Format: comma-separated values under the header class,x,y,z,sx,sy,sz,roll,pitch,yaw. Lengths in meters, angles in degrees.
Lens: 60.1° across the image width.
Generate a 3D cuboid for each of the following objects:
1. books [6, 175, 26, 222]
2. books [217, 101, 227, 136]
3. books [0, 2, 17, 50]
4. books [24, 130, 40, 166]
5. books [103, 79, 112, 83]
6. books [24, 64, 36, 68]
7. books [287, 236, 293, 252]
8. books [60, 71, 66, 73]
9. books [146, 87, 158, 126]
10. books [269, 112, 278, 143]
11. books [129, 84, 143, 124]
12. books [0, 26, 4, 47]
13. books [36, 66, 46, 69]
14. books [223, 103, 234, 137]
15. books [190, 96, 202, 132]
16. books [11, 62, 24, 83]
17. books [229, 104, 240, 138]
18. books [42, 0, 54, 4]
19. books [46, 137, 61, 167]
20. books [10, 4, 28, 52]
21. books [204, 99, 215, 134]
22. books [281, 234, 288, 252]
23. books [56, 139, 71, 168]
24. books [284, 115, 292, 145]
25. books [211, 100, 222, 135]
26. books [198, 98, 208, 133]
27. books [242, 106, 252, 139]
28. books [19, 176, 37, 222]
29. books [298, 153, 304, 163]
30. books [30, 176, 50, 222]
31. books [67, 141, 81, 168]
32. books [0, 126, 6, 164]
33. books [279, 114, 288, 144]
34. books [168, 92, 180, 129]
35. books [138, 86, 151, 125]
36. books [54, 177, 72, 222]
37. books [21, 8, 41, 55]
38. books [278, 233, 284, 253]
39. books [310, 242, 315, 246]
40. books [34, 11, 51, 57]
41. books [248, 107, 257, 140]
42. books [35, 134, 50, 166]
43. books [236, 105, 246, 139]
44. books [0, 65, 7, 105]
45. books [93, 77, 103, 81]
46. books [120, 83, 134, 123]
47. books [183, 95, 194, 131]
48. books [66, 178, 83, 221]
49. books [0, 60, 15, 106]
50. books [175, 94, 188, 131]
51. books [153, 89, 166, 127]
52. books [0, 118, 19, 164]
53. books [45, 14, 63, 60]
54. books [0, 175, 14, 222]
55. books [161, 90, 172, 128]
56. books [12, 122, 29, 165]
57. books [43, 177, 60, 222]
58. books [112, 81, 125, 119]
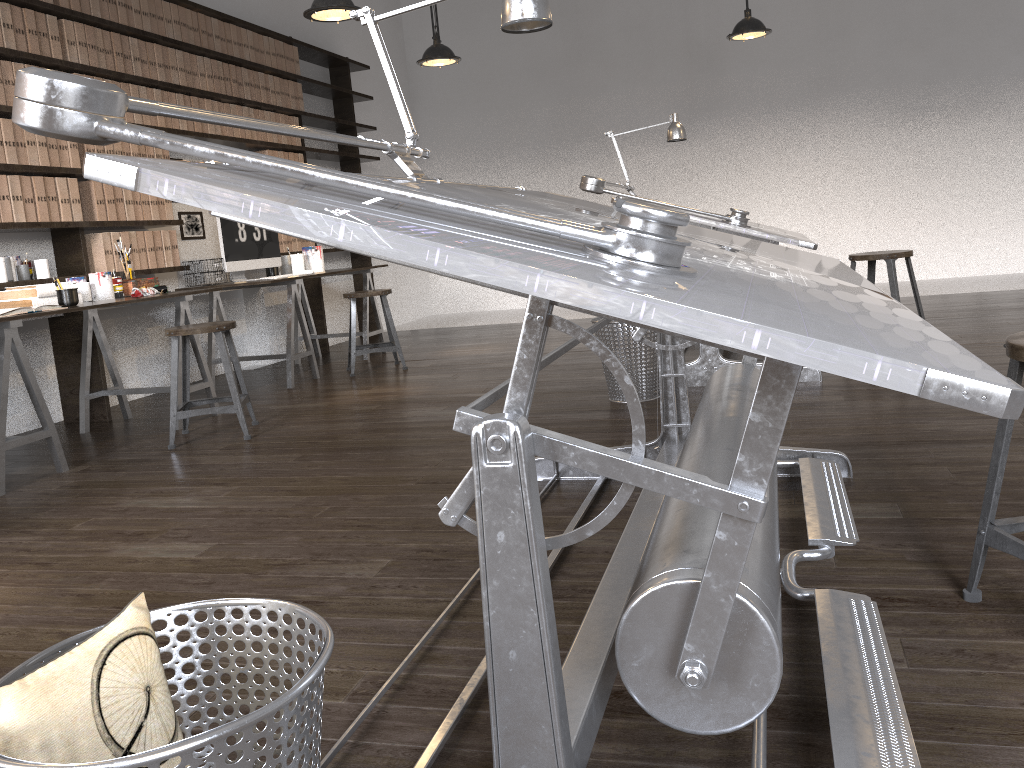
class,x,y,z,sx,sy,sz,roll,pitch,yaw
books,-2.433,-0.876,4.234,0.174,0.224,0.067,-3,7,17
books,-1.995,-1.745,5.874,0.174,0.224,0.067,-3,7,17
books,-2.482,-1.697,4.241,0.174,0.224,0.067,-3,7,17
books,-2.421,-1.160,4.336,0.174,0.224,0.067,-3,7,17
books,-2.282,-1.550,4.875,0.174,0.224,0.067,-3,7,17
books,-2.425,-1.446,4.369,0.174,0.224,0.067,-3,7,17
books,-1.732,-1.052,6.595,0.174,0.224,0.067,-3,7,17
books,-2.375,-1.483,4.561,0.174,0.224,0.067,-3,7,17
books,-2.188,-1.614,5.204,0.174,0.224,0.067,-3,7,17
books,-1.816,-1.863,6.477,0.174,0.224,0.067,-3,7,17
books,-2.222,-1.589,5.074,0.174,0.224,0.067,-3,7,17
books,-2.505,-1.684,4.174,0.174,0.224,0.067,-3,7,17
books,-2.407,-1.458,4.432,0.174,0.224,0.067,-3,7,17
books,-1.974,-1.758,5.940,0.174,0.224,0.067,-3,7,17
books,-2.067,-1.693,5.604,0.174,0.224,0.067,-3,7,17
books,-2.448,-1.432,4.301,0.174,0.224,0.067,-3,7,17
books,-1.952,-1.772,6.011,0.174,0.224,0.067,-3,7,17
books,-2.429,-2.022,4.480,0.174,0.224,0.067,-3,7,17
books,-2.385,-1.186,4.466,0.174,0.224,0.067,-3,7,17
books,-2.467,-1.710,4.310,0.174,0.224,0.067,-3,7,17
books,-2.027,-1.719,5.737,0.174,0.224,0.067,-3,7,17
books,-1.746,-1.040,6.530,0.174,0.224,0.067,-3,7,17
books,-2.368,-1.199,4.533,0.174,0.224,0.067,-3,7,17
books,-1.764,-1.899,6.665,0.174,0.224,0.067,-3,7,17
books,-2.011,-1.732,5.807,0.174,0.224,0.067,-3,7,17
books,-2.052,-1.706,5.676,0.174,0.224,0.067,-3,7,17
books,-1.911,-1.797,6.138,0.174,0.224,0.067,-3,7,17
books,-2.418,-0.889,4.303,0.174,0.224,0.067,-3,7,17
books,-1.693,-1.655,6.841,0.174,0.224,0.067,-3,7,17
books,-2.392,-0.903,4.372,0.174,0.224,0.067,-3,7,17
books,-2.343,-1.211,4.593,0.174,0.224,0.067,-3,7,17
books,-2.479,-1.124,4.149,0.174,0.224,0.067,-3,7,17
books,-1.777,-1.887,6.599,0.174,0.224,0.067,-3,7,17
books,-2.132,-1.652,5.399,0.174,0.224,0.067,-3,7,17
books,-2.204,-1.603,5.143,0.174,0.224,0.067,-3,7,17
books,-2.351,-0.931,4.515,0.174,0.224,0.067,-3,7,17
books,-2.441,-1.724,4.379,0.174,0.224,0.067,-3,7,17
books,-1.770,-1.027,6.467,0.174,0.224,0.067,-3,7,17
books,-1.634,-1.114,6.911,0.174,0.224,0.067,-3,7,17
books,-2.425,-1.738,4.451,0.174,0.224,0.067,-3,7,17
books,-1.894,-1.811,6.208,0.174,0.224,0.067,-3,7,17
books,-2.401,-1.173,4.398,0.174,0.224,0.067,-3,7,17
books,-1.930,-1.784,6.070,0.174,0.224,0.067,-3,7,17
books,-2.489,-1.406,4.169,0.174,0.224,0.067,-3,7,17
books,-2.299,-1.537,4.805,0.174,0.224,0.067,-3,7,17
books,-2.245,-1.576,5.008,0.174,0.224,0.067,-3,7,17
books,-2.093,-1.679,5.534,0.174,0.224,0.067,-3,7,17
books,-2.331,-0.945,4.590,0.174,0.224,0.067,-3,7,17
books,-2.472,-1.419,4.236,0.174,0.224,0.067,-3,7,17
books,-2.109,-1.666,5.465,0.174,0.224,0.067,-3,7,17
books,-2.165,-1.627,5.266,0.174,0.224,0.067,-3,7,17
books,-2.454,-1.136,4.211,0.174,0.224,0.067,-3,7,17
books,-2.402,-1.752,4.523,0.174,0.224,0.067,-3,7,17
books,-2.457,-0.862,4.168,0.174,0.224,0.067,-3,7,17
books,-2.152,-1.639,5.332,0.174,0.224,0.067,-3,7,17
books,-2.440,-1.149,4.276,0.174,0.224,0.067,-3,7,17
books,-2.377,-0.916,4.445,0.174,0.224,0.067,-3,7,17
books,-2.266,-1.563,4.942,0.174,0.224,0.067,-3,7,17
